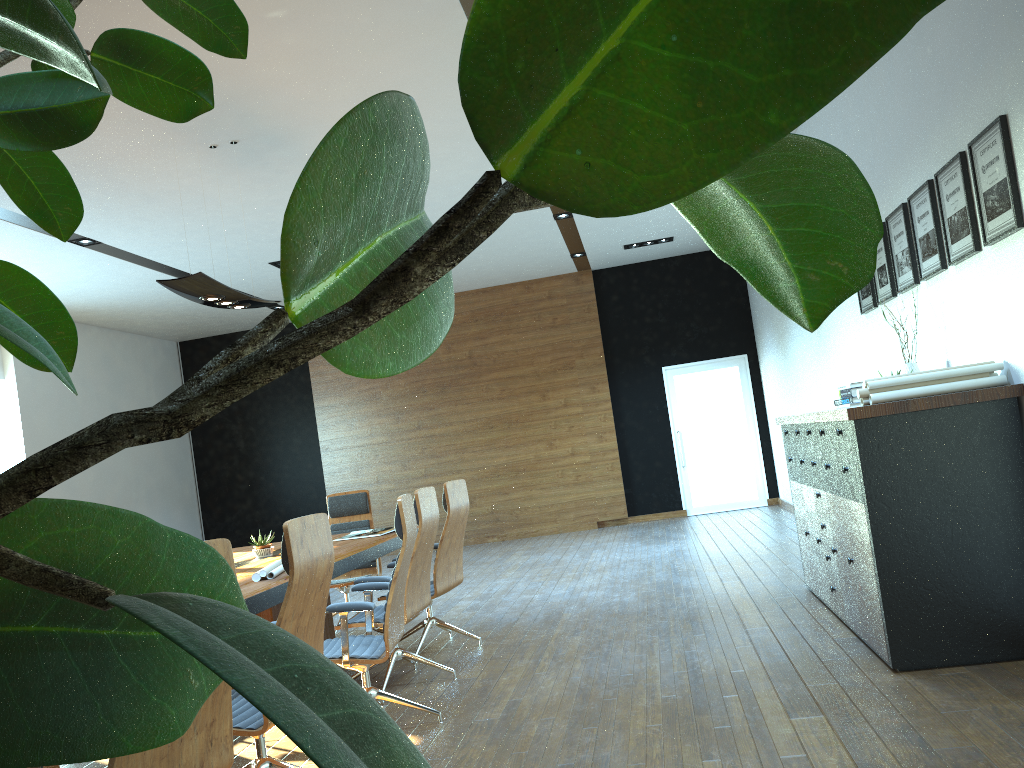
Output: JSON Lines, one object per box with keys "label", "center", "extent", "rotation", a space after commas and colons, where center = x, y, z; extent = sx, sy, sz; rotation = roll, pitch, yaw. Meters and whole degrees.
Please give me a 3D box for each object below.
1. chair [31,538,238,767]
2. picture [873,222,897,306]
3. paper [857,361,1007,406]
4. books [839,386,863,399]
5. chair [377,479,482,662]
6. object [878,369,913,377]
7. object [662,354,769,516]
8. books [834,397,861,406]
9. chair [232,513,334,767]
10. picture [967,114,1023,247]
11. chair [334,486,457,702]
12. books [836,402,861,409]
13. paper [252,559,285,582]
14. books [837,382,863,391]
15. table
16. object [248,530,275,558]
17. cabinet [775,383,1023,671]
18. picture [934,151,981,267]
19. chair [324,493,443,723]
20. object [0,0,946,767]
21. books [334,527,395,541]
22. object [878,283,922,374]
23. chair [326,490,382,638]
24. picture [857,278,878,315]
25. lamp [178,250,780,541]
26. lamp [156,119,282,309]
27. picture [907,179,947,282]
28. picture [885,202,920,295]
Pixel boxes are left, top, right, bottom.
{"label": "chair", "center": [-1.143, 1.064, 2.594], "extent": [0.697, 1.126, 0.706], "rotation": [-9, -3, 16]}
{"label": "picture", "center": [2.425, -0.782, 5.818], "extent": [0.028, 0.483, 0.380], "rotation": [-8, -3, 8]}
{"label": "paper", "center": [1.972, -0.002, 4.202], "extent": [0.645, 0.124, 0.144], "rotation": [-9, -3, 9]}
{"label": "books", "center": [2.429, 0.047, 6.074], "extent": [0.288, 0.062, 0.369], "rotation": [-9, -4, 8]}
{"label": "chair", "center": [-0.607, 1.259, 6.071], "extent": [0.697, 1.126, 0.706], "rotation": [-9, -3, 15]}
{"label": "object", "center": [2.074, -0.001, 4.806], "extent": [0.177, 0.187, 0.154], "rotation": [-5, -4, -42]}
{"label": "object", "center": [2.902, 0.741, 12.663], "extent": [1.199, 2.156, 0.200], "rotation": [-9, -2, 9]}
{"label": "books", "center": [2.404, 0.103, 6.071], "extent": [0.273, 0.041, 0.404], "rotation": [-8, -4, 3]}
{"label": "chair", "center": [-1.018, 1.113, 3.450], "extent": [0.697, 1.126, 0.707], "rotation": [-9, -3, 9]}
{"label": "picture", "center": [2.131, -0.885, 3.914], "extent": [0.028, 0.483, 0.380], "rotation": [-8, -3, 8]}
{"label": "chair", "center": [-0.735, 1.210, 5.211], "extent": [0.697, 1.126, 0.707], "rotation": [-9, -3, 9]}
{"label": "books", "center": [2.427, 0.130, 6.063], "extent": [0.323, 0.021, 0.444], "rotation": [-9, -4, 8]}
{"label": "paper", "center": [-1.905, 1.008, 4.086], "extent": [2.236, 0.083, 0.631], "rotation": [-4, -6, -41]}
{"label": "books", "center": [2.422, 0.000, 6.076], "extent": [0.292, 0.032, 0.362], "rotation": [-9, -4, 7]}
{"label": "table", "center": [-1.853, 1.476, 4.485], "extent": [1.786, 0.795, 5.549], "rotation": [-9, -4, 8]}
{"label": "object", "center": [-1.691, 1.077, 5.993], "extent": [0.177, 0.187, 0.154], "rotation": [-7, -3, -17]}
{"label": "cabinet", "center": [2.180, 0.728, 5.155], "extent": [0.768, 1.230, 2.351], "rotation": [-9, -4, 8]}
{"label": "picture", "center": [2.206, -0.858, 4.396], "extent": [0.028, 0.483, 0.380], "rotation": [-8, -3, 8]}
{"label": "chair", "center": [-0.757, 1.145, 4.340], "extent": [0.696, 1.126, 0.707], "rotation": [-8, -3, 0]}
{"label": "object", "center": [-0.690, -0.301, 0.518], "extent": [2.032, 3.362, 1.688], "rotation": [-6, -3, -40]}
{"label": "books", "center": [-1.030, 1.102, 6.621], "extent": [0.390, 0.033, 0.544], "rotation": [-10, -5, 20]}
{"label": "object", "center": [2.196, -0.248, 4.940], "extent": [0.213, 0.662, 0.443], "rotation": [-9, -3, 23]}
{"label": "chair", "center": [-1.407, 1.473, 7.342], "extent": [0.707, 1.126, 0.696], "rotation": [-9, -3, 11]}
{"label": "picture", "center": [2.497, -0.755, 6.286], "extent": [0.028, 0.483, 0.380], "rotation": [-8, -3, 8]}
{"label": "lamp", "center": [-1.466, 0.426, 10.710], "extent": [9.400, 3.701, 16.705], "rotation": [-9, -4, 8]}
{"label": "lamp", "center": [-2.013, -1.133, 5.995], "extent": [0.340, 1.197, 1.198], "rotation": [-8, -3, 8]}
{"label": "picture", "center": [2.279, -0.835, 4.872], "extent": [0.028, 0.483, 0.380], "rotation": [-8, -3, 8]}
{"label": "picture", "center": [2.352, -0.808, 5.345], "extent": [0.028, 0.483, 0.380], "rotation": [-8, -3, 8]}
